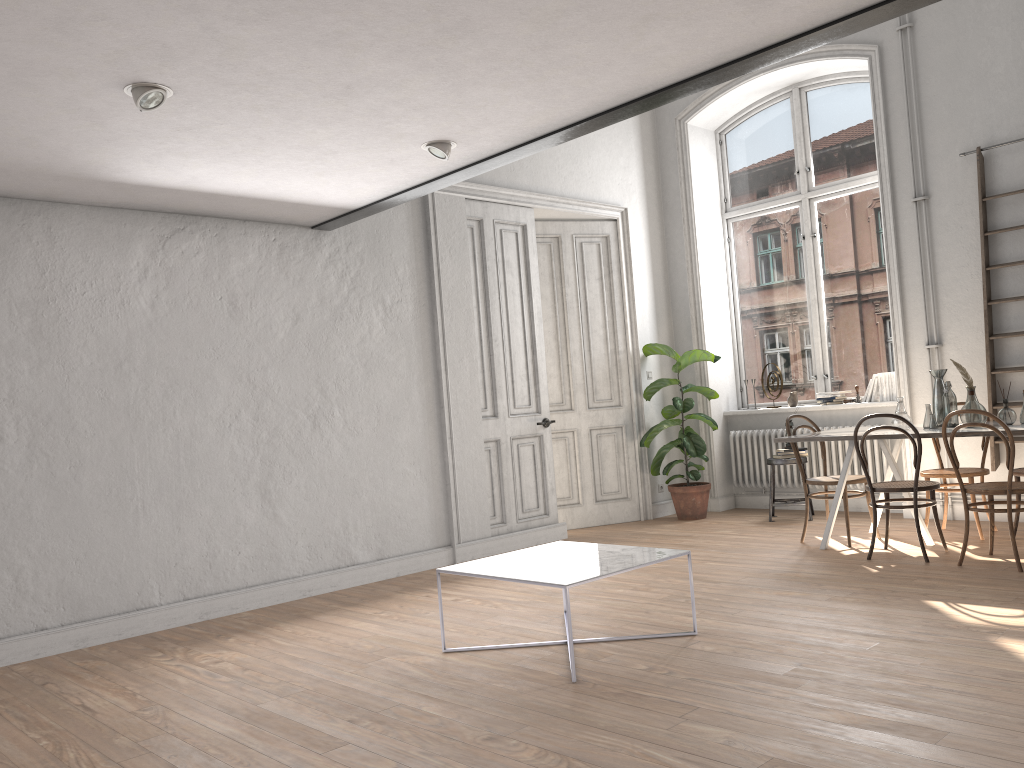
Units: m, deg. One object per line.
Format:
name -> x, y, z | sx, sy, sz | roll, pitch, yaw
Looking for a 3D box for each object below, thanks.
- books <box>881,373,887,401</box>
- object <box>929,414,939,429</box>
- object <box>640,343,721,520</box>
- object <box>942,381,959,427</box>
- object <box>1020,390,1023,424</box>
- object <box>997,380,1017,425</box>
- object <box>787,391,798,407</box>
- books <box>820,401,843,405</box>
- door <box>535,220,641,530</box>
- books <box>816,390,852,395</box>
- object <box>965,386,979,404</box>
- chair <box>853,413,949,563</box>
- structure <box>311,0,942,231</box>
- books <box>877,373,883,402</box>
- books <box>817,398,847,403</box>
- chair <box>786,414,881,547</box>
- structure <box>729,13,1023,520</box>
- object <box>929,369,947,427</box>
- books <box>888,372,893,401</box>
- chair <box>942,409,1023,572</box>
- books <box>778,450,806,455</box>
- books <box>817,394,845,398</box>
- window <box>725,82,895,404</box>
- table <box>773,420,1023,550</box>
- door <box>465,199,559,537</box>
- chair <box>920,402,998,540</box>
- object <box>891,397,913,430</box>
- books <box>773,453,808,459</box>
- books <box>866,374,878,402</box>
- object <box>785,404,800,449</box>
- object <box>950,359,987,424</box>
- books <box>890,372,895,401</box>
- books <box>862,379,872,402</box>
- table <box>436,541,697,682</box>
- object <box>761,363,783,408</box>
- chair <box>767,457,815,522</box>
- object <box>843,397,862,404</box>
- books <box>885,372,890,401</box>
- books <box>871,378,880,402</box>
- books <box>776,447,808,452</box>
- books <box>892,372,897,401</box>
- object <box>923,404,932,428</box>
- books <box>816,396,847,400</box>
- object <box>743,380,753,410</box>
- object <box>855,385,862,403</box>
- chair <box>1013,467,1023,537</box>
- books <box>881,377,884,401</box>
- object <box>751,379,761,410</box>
books -> 3.209, 0.022, 7.559 | 0.175, 0.243, 0.024 | -3, -2, -43
object -> 2.763, 0.244, 5.819 | 0.058, 0.094, 0.058 | -4, -1, -15
object -> 3.128, 0.130, 6.125 | 0.792, 1.842, 5.830 | -3, -2, -38
object -> 2.878, 0.131, 5.829 | 0.086, 0.301, 0.086 | -5, -1, 32
object -> 3.229, 0.141, 5.553 | 0.101, 0.211, 0.101 | -4, -1, -4
object -> 3.103, 0.116, 5.575 | 0.107, 0.283, 0.106 | -6, -2, 42
object -> 2.592, 0.140, 8.191 | 0.100, 0.142, 0.102 | -5, -1, 21
books -> 2.859, 0.172, 7.938 | 0.147, 0.023, 0.221 | -5, -2, 6
door -> 0.609, -0.103, 8.094 | 1.096, 2.814, 0.216 | -4, -1, -18
books -> 2.875, 0.079, 7.920 | 0.174, 0.019, 0.244 | -3, -2, -33
object -> 3.010, 0.144, 5.796 | 0.098, 0.255, 0.100 | -5, -1, 24
chair -> 2.451, 0.632, 5.618 | 0.438, 0.920, 0.549 | -6, -2, 42
structure -> -0.794, -1.808, 2.559 | 4.157, 1.213, 5.929 | -3, -2, -43
books -> 3.199, 0.025, 7.615 | 0.175, 0.243, 0.024 | -3, -2, -43
books -> 2.859, 0.149, 7.931 | 0.155, 0.022, 0.205 | -4, -2, -23
chair -> 2.296, 0.667, 6.382 | 0.437, 0.920, 0.549 | -4, -2, -35
structure -> 3.704, -1.219, 6.616 | 0.340, 4.473, 5.184 | -3, -2, -43
object -> 2.889, 0.094, 5.978 | 0.116, 0.383, 0.116 | -4, -1, -32
books -> 3.256, 0.018, 7.547 | 0.174, 0.243, 0.019 | -3, -2, -43
chair -> 2.824, 0.589, 5.168 | 0.549, 0.920, 0.438 | -4, -2, -32
books -> 2.408, 0.591, 7.638 | 0.232, 0.029, 0.162 | -5, -2, 18
books -> 2.849, 0.107, 7.920 | 0.205, 0.020, 0.155 | -6, -2, 37
window -> 2.769, -1.275, 8.199 | 0.013, 2.842, 1.623 | -3, -2, -43
table -> 2.984, 0.661, 5.686 | 1.100, 0.779, 2.201 | -3, -2, -43
door -> -0.123, -0.073, 7.176 | 1.096, 2.814, 0.216 | -3, -2, -42
chair -> 3.139, 0.597, 6.257 | 0.438, 0.920, 0.549 | -6, -2, 45
object -> 2.605, 0.197, 5.936 | 0.132, 0.219, 0.132 | -5, -2, 36
books -> 2.400, 0.618, 7.644 | 0.246, 0.034, 0.194 | -4, -2, -3
books -> 3.133, 0.034, 7.653 | 0.174, 0.235, 0.100 | -3, -2, -43
object -> 2.421, 0.364, 7.654 | 0.163, 0.383, 0.154 | -5, -1, 20
object -> 2.925, 0.050, 5.646 | 0.157, 0.446, 0.157 | -4, -1, -25
books -> 3.274, 0.016, 7.534 | 0.175, 0.243, 0.024 | -3, -2, -43
books -> 3.111, 0.056, 7.684 | 0.155, 0.194, 0.105 | -3, -2, -44
table -> 0.254, 1.022, 4.169 | 0.849, 0.392, 0.849 | -3, -2, -43
object -> 2.452, 0.014, 8.337 | 0.087, 0.425, 0.347 | -4, -1, -11
chair -> 2.386, 0.894, 7.628 | 0.364, 0.522, 0.360 | -5, -1, 20
object -> 2.989, 0.144, 7.800 | 0.153, 0.048, 0.088 | -4, -2, -3
books -> 3.230, 0.020, 7.549 | 0.174, 0.243, 0.019 | -3, -2, -43
books -> 3.153, 0.049, 7.635 | 0.155, 0.203, 0.072 | -3, -2, -43
books -> 2.408, 0.568, 7.638 | 0.221, 0.027, 0.147 | -4, -2, -11
books -> 3.273, 0.015, 7.504 | 0.174, 0.243, 0.019 | -3, -2, -43
object -> 2.788, 0.214, 5.929 | 0.083, 0.158, 0.083 | -6, -2, 42
books -> 2.858, 0.127, 7.929 | 0.147, 0.023, 0.221 | -4, -2, -27
object -> 2.275, 0.104, 8.585 | 0.095, 0.289, 0.095 | -4, -1, -12
object -> 3.002, 0.089, 7.701 | 0.048, 0.153, 0.088 | -5, -1, 17
chair -> 3.587, 0.551, 5.894 | 0.549, 0.920, 0.438 | -3, -2, -36
books -> 3.203, 0.042, 7.582 | 0.155, 0.205, 0.020 | -3, -2, -43
object -> 2.313, 0.097, 8.460 | 0.095, 0.289, 0.095 | -4, -1, -21
